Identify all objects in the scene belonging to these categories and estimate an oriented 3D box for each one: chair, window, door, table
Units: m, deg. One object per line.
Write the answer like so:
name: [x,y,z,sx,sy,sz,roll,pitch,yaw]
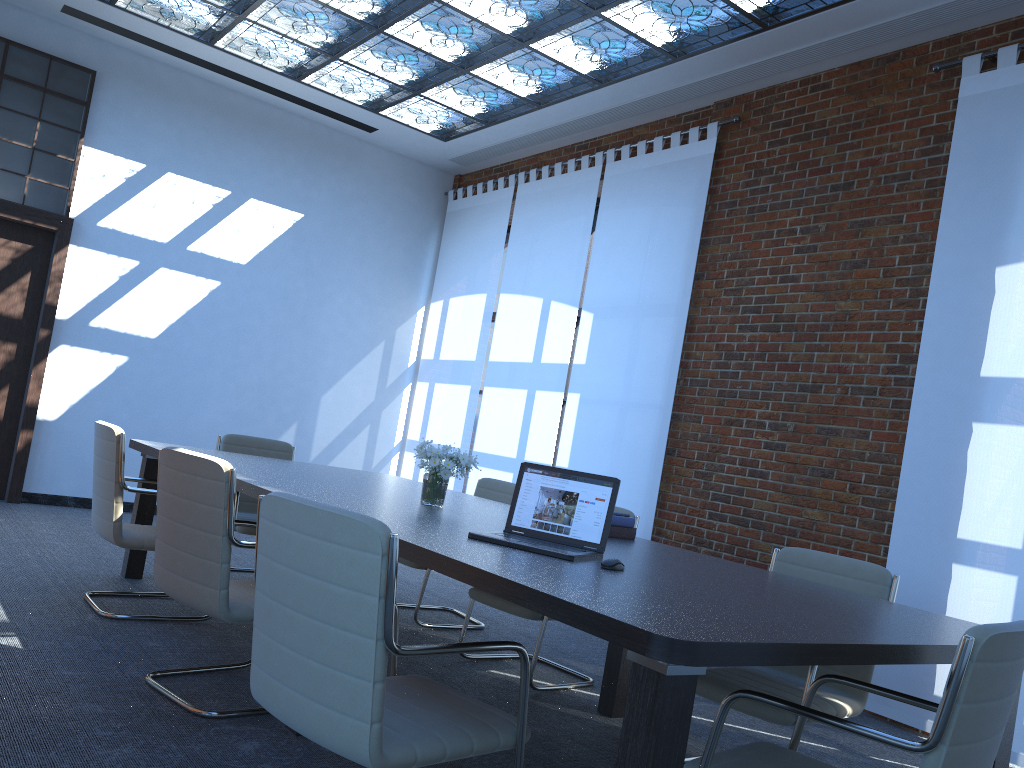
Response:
chair: [0.857,0.988,2.270,0.704,0.921,0.562,7,-4,43]
chair: [0.190,1.055,4.636,0.709,0.921,0.559,12,-4,-42]
window: [2.255,0.147,5.967,0.161,3.602,9.603,11,-4,-36]
door: [-4.510,-0.327,7.100,1.405,2.431,0.200,12,-3,-36]
chair: [-1.042,0.756,3.484,0.558,0.921,0.709,7,-4,43]
chair: [-0.401,1.029,5.617,0.709,0.921,0.559,12,-3,-32]
table: [-0.354,0.975,4.054,1.817,0.808,4.495,13,-5,-36]
chair: [-1.845,0.703,4.589,0.709,0.921,0.559,12,-3,-36]
chair: [1.040,1.110,3.466,0.709,0.921,0.559,12,-4,-41]
window: [-4.171,-2.136,7.118,1.334,1.290,0.059,12,-3,-36]
chair: [-0.327,0.791,2.342,0.558,0.921,0.709,7,-4,43]
chair: [-1.646,0.834,5.859,0.562,0.921,0.705,12,-3,-36]

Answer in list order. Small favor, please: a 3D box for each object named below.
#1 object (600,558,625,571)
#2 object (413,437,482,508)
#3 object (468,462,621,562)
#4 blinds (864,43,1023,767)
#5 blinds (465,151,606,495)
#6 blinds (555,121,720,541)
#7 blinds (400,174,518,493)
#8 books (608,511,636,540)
object: [0.316,0.564,2.780,0.059,0.034,0.101,7,-5,34]
object: [-0.336,0.415,4.121,0.330,0.309,0.336,11,-4,-25]
object: [0.115,0.423,3.029,0.389,0.282,0.324,8,-4,27]
blinds: [2.672,-0.004,4.499,0.040,3.751,1.312,11,-3,-36]
blinds: [0.121,-0.171,8.007,0.040,3.751,1.216,11,-3,-36]
blinds: [0.864,-0.122,6.985,0.040,3.751,1.216,11,-3,-36]
blinds: [-0.628,-0.220,9.037,0.040,3.751,1.216,11,-3,-36]
books: [0.395,0.639,4.129,0.295,0.114,0.254,13,-5,-37]
